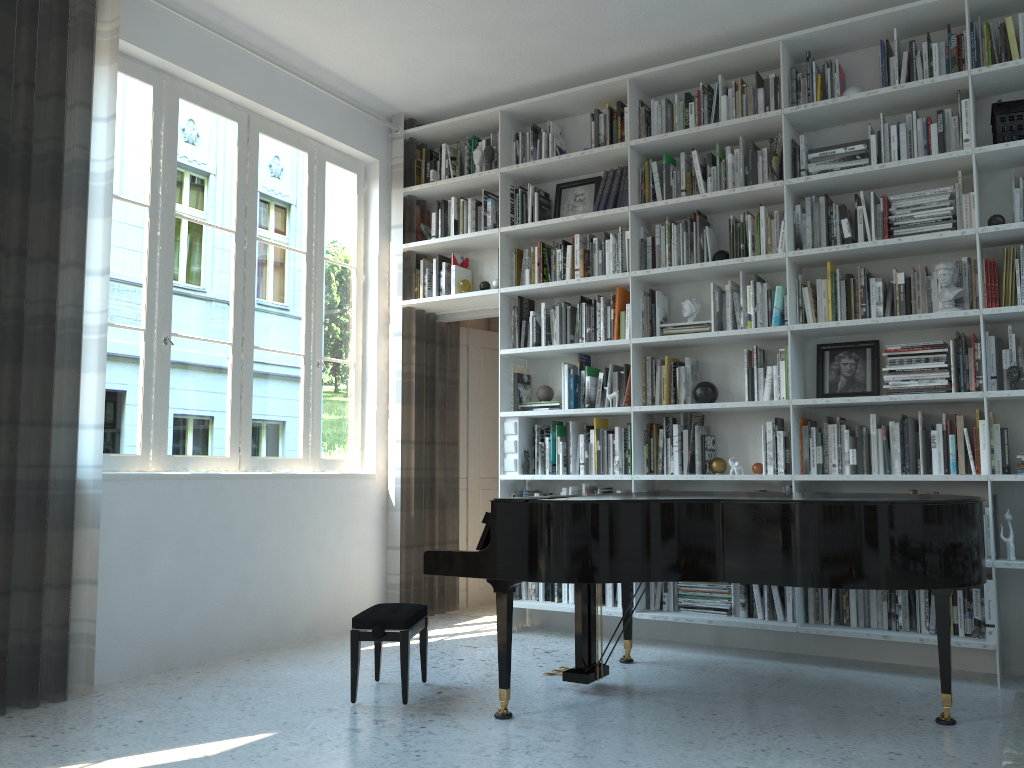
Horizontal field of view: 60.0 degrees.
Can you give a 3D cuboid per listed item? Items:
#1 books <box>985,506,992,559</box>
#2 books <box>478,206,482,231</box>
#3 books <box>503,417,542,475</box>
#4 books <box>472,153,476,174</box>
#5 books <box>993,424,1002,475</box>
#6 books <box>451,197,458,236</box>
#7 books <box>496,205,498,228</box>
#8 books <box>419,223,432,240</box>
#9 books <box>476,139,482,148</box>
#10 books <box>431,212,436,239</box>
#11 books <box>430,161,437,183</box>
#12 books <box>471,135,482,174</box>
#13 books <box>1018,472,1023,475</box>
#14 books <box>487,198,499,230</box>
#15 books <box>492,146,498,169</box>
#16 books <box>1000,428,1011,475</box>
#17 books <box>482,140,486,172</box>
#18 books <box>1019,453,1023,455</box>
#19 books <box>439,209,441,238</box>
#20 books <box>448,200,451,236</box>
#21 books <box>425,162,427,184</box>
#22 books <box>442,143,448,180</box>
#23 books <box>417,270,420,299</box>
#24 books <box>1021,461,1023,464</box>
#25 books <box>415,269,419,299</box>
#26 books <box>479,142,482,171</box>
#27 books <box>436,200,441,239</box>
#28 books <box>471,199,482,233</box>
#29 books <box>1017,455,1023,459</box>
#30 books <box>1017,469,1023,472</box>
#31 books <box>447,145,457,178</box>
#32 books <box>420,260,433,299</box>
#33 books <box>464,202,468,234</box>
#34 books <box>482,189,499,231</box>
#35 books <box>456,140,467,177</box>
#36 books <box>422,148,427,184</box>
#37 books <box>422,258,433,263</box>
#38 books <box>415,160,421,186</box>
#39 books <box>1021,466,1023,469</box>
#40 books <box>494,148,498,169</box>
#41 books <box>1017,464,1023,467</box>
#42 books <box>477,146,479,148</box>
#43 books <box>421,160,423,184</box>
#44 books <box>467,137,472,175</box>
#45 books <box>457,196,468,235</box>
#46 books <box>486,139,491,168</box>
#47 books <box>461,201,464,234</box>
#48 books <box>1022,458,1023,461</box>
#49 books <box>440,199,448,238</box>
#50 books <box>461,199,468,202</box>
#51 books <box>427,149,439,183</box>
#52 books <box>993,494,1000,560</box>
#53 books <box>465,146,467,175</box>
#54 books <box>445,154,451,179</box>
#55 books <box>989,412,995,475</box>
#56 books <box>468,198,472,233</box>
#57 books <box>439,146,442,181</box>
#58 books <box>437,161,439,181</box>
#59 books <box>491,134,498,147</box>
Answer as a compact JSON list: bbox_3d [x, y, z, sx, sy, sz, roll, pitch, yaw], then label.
[{"bbox_3d":[2.158,0.670,4.003,0.025,0.228,0.133,-3,-6,31],"label":"books"},{"bbox_3d":[-0.165,-1.006,5.611,0.028,0.212,0.138,-3,-6,31],"label":"books"},{"bbox_3d":[0.064,0.373,5.294,0.106,0.339,0.307,-3,-6,31],"label":"books"},{"bbox_3d":[-0.203,-1.358,5.652,0.024,0.187,0.159,-3,-6,31],"label":"books"},{"bbox_3d":[2.223,0.300,4.053,0.027,0.228,0.141,-3,-6,31],"label":"books"},{"bbox_3d":[-0.329,-1.036,5.681,0.021,0.285,0.179,-3,-6,31],"label":"books"},{"bbox_3d":[-0.051,-1.004,5.549,0.029,0.195,0.146,-3,-6,31],"label":"books"},{"bbox_3d":[-0.525,-0.965,5.830,0.121,0.175,0.129,-3,-6,31],"label":"books"},{"bbox_3d":[-0.184,-1.402,5.653,0.013,0.275,0.158,-3,-6,31],"label":"books"},{"bbox_3d":[-0.464,-0.991,5.783,0.034,0.217,0.166,-3,-6,31],"label":"books"},{"bbox_3d":[-0.473,-1.342,5.801,0.028,0.186,0.182,-3,-6,31],"label":"books"},{"bbox_3d":[-0.220,-1.419,5.681,0.029,0.314,0.129,-3,-6,31],"label":"books"},{"bbox_3d":[2.381,0.391,3.875,0.285,0.012,0.159,-4,-7,34],"label":"books"},{"bbox_3d":[-0.091,-1.022,5.541,0.029,0.229,0.191,-3,-6,31],"label":"books"},{"bbox_3d":[-0.076,-1.374,5.585,0.023,0.204,0.146,-3,-6,31],"label":"books"},{"bbox_3d":[2.249,0.308,4.040,0.030,0.210,0.136,-3,-6,31],"label":"books"},{"bbox_3d":[-0.132,-1.395,5.616,0.021,0.253,0.179,-3,-6,31],"label":"books"},{"bbox_3d":[2.378,0.306,3.879,0.254,0.012,0.161,-5,-8,40],"label":"books"},{"bbox_3d":[-0.416,-1.001,5.741,0.023,0.228,0.172,-3,-6,31],"label":"books"},{"bbox_3d":[-0.365,-1.031,5.734,0.028,0.288,0.133,-3,-6,31],"label":"books"},{"bbox_3d":[-0.515,-1.343,5.831,0.024,0.194,0.167,-3,-6,31],"label":"books"},{"bbox_3d":[-0.390,-1.395,5.764,0.028,0.283,0.189,-3,-6,31],"label":"books"},{"bbox_3d":[-0.566,-0.623,5.803,0.013,0.222,0.163,-3,-6,31],"label":"books"},{"bbox_3d":[2.383,0.343,3.883,0.254,0.012,0.161,-4,-7,36],"label":"books"},{"bbox_3d":[-0.578,-0.625,5.809,0.013,0.228,0.179,-3,-6,31],"label":"books"},{"bbox_3d":[-0.157,-1.390,5.619,0.025,0.243,0.168,-3,-6,31],"label":"books"},{"bbox_3d":[-0.443,-1.031,5.777,0.011,0.296,0.162,-3,-6,31],"label":"books"},{"bbox_3d":[-0.200,-1.025,5.612,0.030,0.250,0.166,-3,-6,31],"label":"books"},{"bbox_3d":[2.382,0.318,3.884,0.285,0.012,0.159,-4,-7,35],"label":"books"},{"bbox_3d":[2.384,0.379,3.880,0.285,0.012,0.159,-4,-7,36],"label":"books"},{"bbox_3d":[-0.344,-1.389,5.718,0.057,0.262,0.191,-3,-6,31],"label":"books"},{"bbox_3d":[-0.539,-0.654,5.790,0.023,0.281,0.170,-3,-6,31],"label":"books"},{"bbox_3d":[-0.252,-1.018,5.646,0.021,0.244,0.174,-3,-6,31],"label":"books"},{"bbox_3d":[-0.132,-1.055,5.576,0.012,0.303,0.189,-3,-6,31],"label":"books"},{"bbox_3d":[-0.295,-1.400,5.707,0.039,0.282,0.182,-3,-6,31],"label":"books"},{"bbox_3d":[-0.533,-1.388,5.843,0.014,0.285,0.175,-3,-6,31],"label":"books"},{"bbox_3d":[-0.543,-0.662,5.819,0.013,0.302,0.135,-3,-6,31],"label":"books"},{"bbox_3d":[-0.586,-1.351,5.869,0.014,0.219,0.188,-3,-6,31],"label":"books"},{"bbox_3d":[2.382,0.367,3.879,0.254,0.012,0.161,-4,-7,37],"label":"books"},{"bbox_3d":[-0.056,-1.365,5.569,0.028,0.184,0.168,-3,-6,31],"label":"books"},{"bbox_3d":[2.381,0.355,3.878,0.285,0.012,0.159,-4,-7,34],"label":"books"},{"bbox_3d":[-0.170,-1.379,5.641,0.021,0.226,0.156,-3,-6,31],"label":"books"},{"bbox_3d":[-0.544,-1.355,5.858,0.023,0.223,0.151,-3,-6,31],"label":"books"},{"bbox_3d":[-0.244,-1.413,5.682,0.014,0.304,0.145,-3,-6,31],"label":"books"},{"bbox_3d":[-0.294,-1.038,5.683,0.037,0.291,0.155,-3,-6,31],"label":"books"},{"bbox_3d":[-0.113,-1.399,5.601,0.027,0.259,0.147,-3,-6,31],"label":"books"},{"bbox_3d":[-0.266,-1.020,5.654,0.012,0.248,0.192,-3,-6,31],"label":"books"},{"bbox_3d":[2.377,0.330,3.875,0.254,0.012,0.161,-4,-7,31],"label":"books"},{"bbox_3d":[-0.399,-1.029,5.727,0.023,0.282,0.186,-3,-6,31],"label":"books"},{"bbox_3d":[-0.277,-1.029,5.662,0.013,0.268,0.162,-3,-6,31],"label":"books"},{"bbox_3d":[-0.496,-1.382,5.817,0.025,0.269,0.177,-3,-6,31],"label":"books"},{"bbox_3d":[2.177,0.639,3.985,0.012,0.285,0.159,-3,-6,31],"label":"books"},{"bbox_3d":[-0.256,-1.388,5.704,0.030,0.257,0.130,-3,-6,31],"label":"books"},{"bbox_3d":[-0.370,-1.359,5.738,0.030,0.206,0.175,-3,-6,31],"label":"books"},{"bbox_3d":[2.206,0.273,4.066,0.012,0.285,0.159,-3,-6,31],"label":"books"},{"bbox_3d":[-0.223,-1.029,5.627,0.025,0.260,0.167,-3,-6,31],"label":"books"},{"bbox_3d":[-0.426,-1.391,5.787,0.010,0.281,0.160,-3,-6,31],"label":"books"},{"bbox_3d":[-0.435,-1.346,5.808,0.031,0.195,0.145,-3,-6,31],"label":"books"},{"bbox_3d":[-0.089,-1.416,5.602,0.013,0.291,0.154,-3,-6,31],"label":"books"}]
